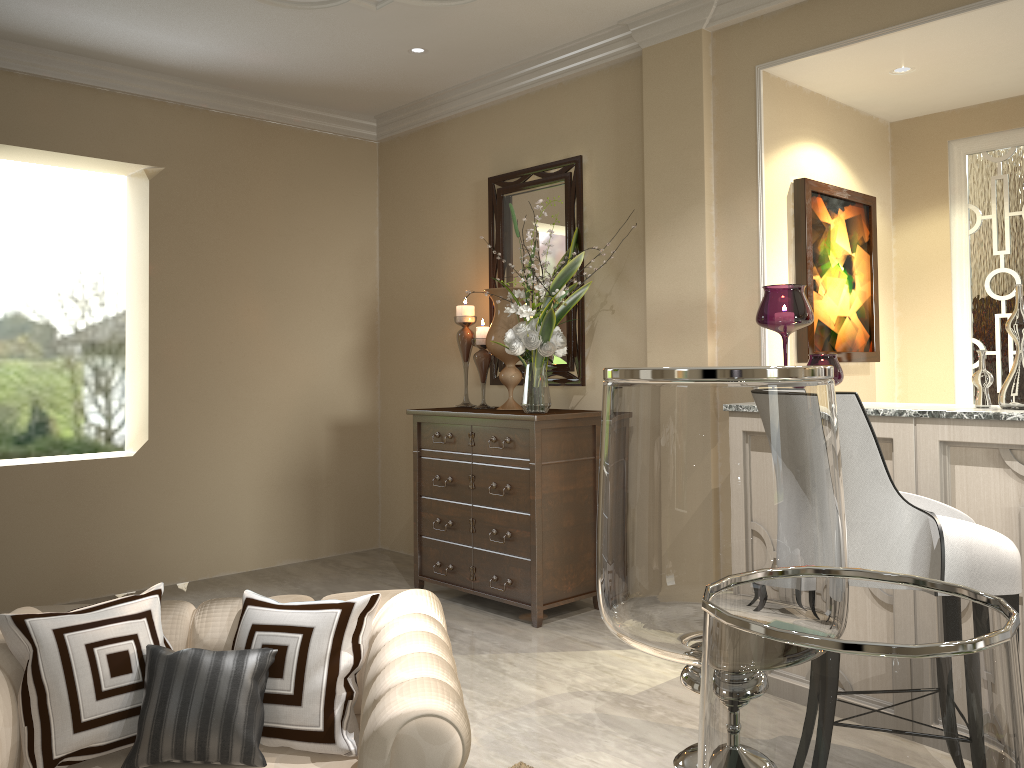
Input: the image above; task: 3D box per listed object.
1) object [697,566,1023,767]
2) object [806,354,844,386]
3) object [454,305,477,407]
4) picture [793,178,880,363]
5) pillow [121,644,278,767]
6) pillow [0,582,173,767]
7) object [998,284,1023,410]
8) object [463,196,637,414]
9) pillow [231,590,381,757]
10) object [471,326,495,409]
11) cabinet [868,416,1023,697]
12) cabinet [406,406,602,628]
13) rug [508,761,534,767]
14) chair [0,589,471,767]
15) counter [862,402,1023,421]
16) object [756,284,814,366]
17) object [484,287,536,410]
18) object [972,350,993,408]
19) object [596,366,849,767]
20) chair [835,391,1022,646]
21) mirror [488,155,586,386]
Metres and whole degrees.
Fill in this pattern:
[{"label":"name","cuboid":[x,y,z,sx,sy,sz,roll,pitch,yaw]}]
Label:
[{"label":"object","cuboid":[0.264,0.418,0.672,0.236,0.506,0.236,-2,-2,44]},{"label":"object","cuboid":[0.991,-0.018,2.815,0.119,0.155,0.119,0,-1,-38]},{"label":"object","cuboid":[-0.213,-0.133,4.087,0.103,0.471,0.103,-2,-2,37]},{"label":"picture","cuboid":[1.299,-0.432,3.518,0.596,0.694,0.049,0,-2,-43]},{"label":"pillow","cuboid":[-0.511,0.536,1.468,0.251,0.187,0.128,-1,-1,-6]},{"label":"pillow","cuboid":[-0.701,0.498,1.509,0.185,0.251,0.283,-1,-1,40]},{"label":"object","cuboid":[1.332,-0.096,2.319,0.109,0.331,0.109,1,-2,-38]},{"label":"object","cuboid":[0.145,-0.312,3.621,0.605,0.853,0.561,0,-1,-30]},{"label":"pillow","cuboid":[-0.383,0.513,1.581,0.300,0.269,0.197,-1,-1,17]},{"label":"object","cuboid":[-0.130,-0.078,3.998,0.103,0.374,0.103,-2,-2,37]},{"label":"cabinet","cuboid":[1.589,0.517,2.049,0.351,0.855,2.256,1,0,-43]},{"label":"cabinet","cuboid":[-0.033,0.519,3.790,0.427,0.814,0.823,1,-1,-43]},{"label":"rug","cuboid":[0.063,0.987,0.206,2.671,0.022,2.969,-2,2,-43]},{"label":"chair","cuboid":[-0.514,0.697,1.442,0.849,0.553,0.709,-1,0,-8]},{"label":"counter","cuboid":[1.601,0.078,2.051,0.378,0.021,2.337,-2,2,-43]},{"label":"object","cuboid":[0.900,-0.133,2.915,0.181,0.382,0.181,0,-2,-38]},{"label":"object","cuboid":[-0.007,-0.151,3.868,0.221,0.523,0.221,-2,-2,42]},{"label":"object","cuboid":[1.268,-0.012,2.386,0.051,0.161,0.051,-2,-2,42]},{"label":"object","cuboid":[0.220,0.324,0.927,0.250,0.684,0.250,1,-2,-38]},{"label":"chair","cuboid":[0.842,0.486,1.997,0.541,0.953,0.457,-1,-1,12]},{"label":"mirror","cuboid":[0.107,-0.490,4.018,0.035,0.995,0.600,1,-2,-43]}]
